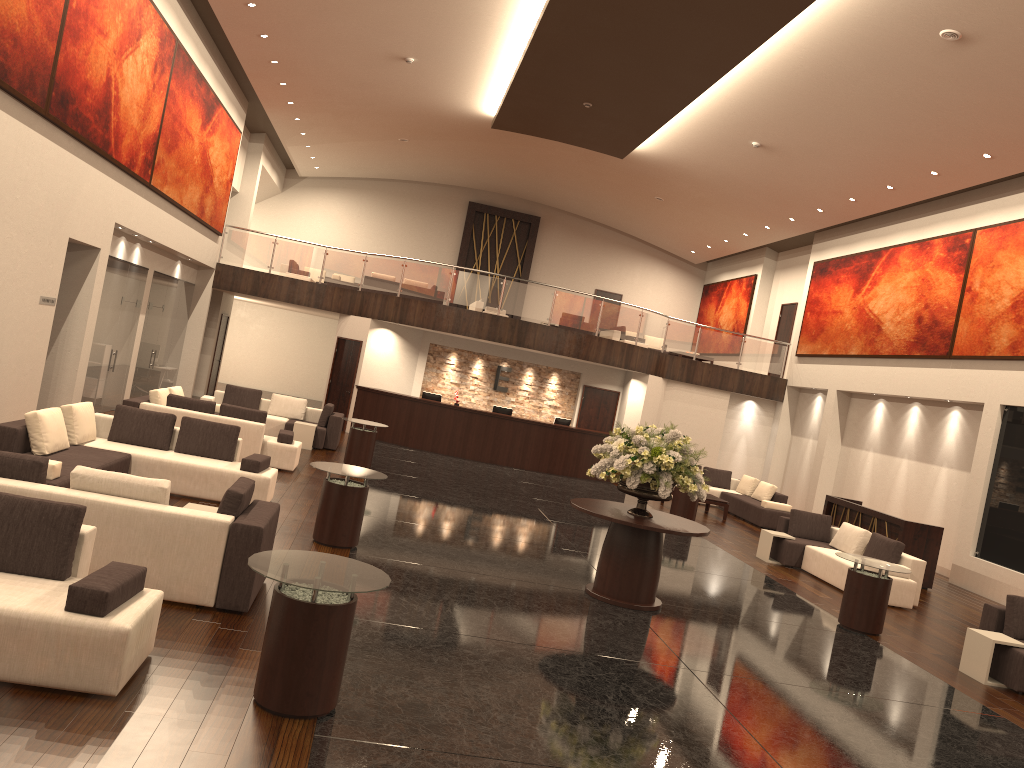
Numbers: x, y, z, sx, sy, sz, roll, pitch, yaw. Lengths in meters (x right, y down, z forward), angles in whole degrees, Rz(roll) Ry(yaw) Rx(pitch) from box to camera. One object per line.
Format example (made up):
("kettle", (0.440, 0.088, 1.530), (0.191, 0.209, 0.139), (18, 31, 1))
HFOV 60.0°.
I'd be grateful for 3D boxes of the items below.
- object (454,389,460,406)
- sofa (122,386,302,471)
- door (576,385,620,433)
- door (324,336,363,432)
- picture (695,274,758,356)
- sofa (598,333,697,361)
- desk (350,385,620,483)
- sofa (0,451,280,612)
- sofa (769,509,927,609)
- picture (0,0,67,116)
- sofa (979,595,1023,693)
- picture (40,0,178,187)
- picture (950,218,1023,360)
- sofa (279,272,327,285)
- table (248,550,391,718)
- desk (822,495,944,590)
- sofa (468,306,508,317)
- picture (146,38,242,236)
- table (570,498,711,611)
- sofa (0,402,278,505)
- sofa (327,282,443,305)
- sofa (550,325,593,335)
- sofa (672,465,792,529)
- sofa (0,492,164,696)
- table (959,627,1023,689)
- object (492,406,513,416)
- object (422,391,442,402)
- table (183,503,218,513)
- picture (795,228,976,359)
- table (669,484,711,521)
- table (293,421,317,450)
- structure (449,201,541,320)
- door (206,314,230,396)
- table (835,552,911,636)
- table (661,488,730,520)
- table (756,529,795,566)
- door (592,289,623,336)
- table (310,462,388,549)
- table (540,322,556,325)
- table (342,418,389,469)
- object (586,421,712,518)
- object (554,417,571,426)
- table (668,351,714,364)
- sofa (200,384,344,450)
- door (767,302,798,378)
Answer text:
("object", (-1.283, 0.313, 20.871), (0.163, 0.390, 0.165), (11, 1, 0))
("sofa", (-4.722, 0.650, 14.813), (2.586, 0.862, 3.366), (11, 1, -8))
("door", (2.128, 1.206, 23.082), (0.990, 2.232, 0.104), (11, 1, -8))
("door", (-4.159, -0.011, 21.677), (0.990, 2.232, 0.104), (12, 1, 42))
("picture", (6.899, -2.186, 29.235), (0.070, 2.526, 4.515), (11, 1, -8))
("sofa", (4.627, -1.145, 28.377), (3.366, 0.862, 2.586), (11, 1, -8))
("desk", (-0.357, 1.277, 21.484), (7.146, 1.171, 1.674), (11, 1, -7))
("sofa", (-3.333, 1.006, 6.969), (2.846, 0.862, 1.291), (11, 1, -8))
("sofa", (5.007, 2.574, 13.524), (1.291, 0.862, 2.846), (11, 1, -8))
("picture", (-4.912, -4.279, 8.061), (0.070, 2.526, 4.515), (11, 1, -8))
("sofa", (5.714, 2.767, 8.403), (1.291, 0.862, 2.846), (11, 1, -8))
("picture", (-5.529, -4.448, 12.534), (0.070, 2.526, 4.515), (11, 1, -8))
("picture", (8.915, -1.634, 14.635), (0.070, 2.526, 4.515), (11, 1, -8))
("sofa", (-5.542, -3.137, 27.934), (3.366, 0.862, 2.586), (11, 1, -8))
("table", (-1.197, 1.477, 5.200), (0.844, 0.795, 0.833), (12, 1, 43))
("desk", (6.393, 2.730, 15.627), (0.700, 1.043, 2.606), (11, 1, -8))
("sofa", (-0.649, -2.175, 27.761), (1.291, 0.862, 2.846), (11, 1, -8))
("picture", (-6.283, -4.655, 17.990), (0.070, 2.526, 6.485), (11, 1, -8))
("table", (1.280, 1.853, 9.517), (1.498, 0.921, 1.498), (11, 1, -17))
("sofa", (-3.973, 0.853, 9.520), (2.586, 0.862, 3.366), (11, 1, -8))
("sofa", (-3.780, -2.778, 26.675), (3.366, 0.862, 2.586), (11, 1, -8))
("sofa", (1.627, -1.730, 27.966), (1.291, 0.862, 2.846), (11, 1, -8))
("sofa", (4.704, 2.445, 19.989), (2.586, 0.862, 3.366), (11, 1, -8))
("sofa", (-3.197, 1.065, 3.904), (2.586, 0.862, 3.366), (11, 1, -8))
("table", (4.929, 2.812, 9.088), (0.400, 0.460, 0.400), (11, 1, -8))
("object", (-0.258, 0.795, 21.296), (0.483, 0.485, 0.189), (11, 1, -8))
("object", (-1.956, 0.461, 21.322), (0.483, 0.485, 0.189), (11, 1, 7))
("table", (-2.701, 1.328, 7.733), (0.400, 0.460, 0.400), (11, 1, -8))
("picture", (8.161, -1.841, 20.092), (0.070, 2.526, 6.485), (11, 1, -8))
("table", (3.253, 2.228, 16.667), (0.833, 0.795, 0.844), (11, 1, 31))
("table", (-3.967, 0.981, 16.902), (0.400, 0.460, 0.400), (11, 1, -8))
("structure", (-0.651, -3.925, 30.529), (2.524, 4.236, 0.187), (11, 1, -8))
("door", (-7.929, -0.774, 23.854), (0.104, 2.232, 0.990), (11, 1, -8))
("table", (4.127, 2.468, 10.339), (0.844, 0.795, 0.833), (12, 1, 43))
("table", (3.917, 2.547, 19.047), (1.100, 0.380, 1.100), (11, 1, -8))
("table", (4.222, 2.618, 14.209), (0.400, 0.460, 0.400), (11, 1, -8))
("door", (3.212, -2.151, 31.221), (0.990, 2.232, 0.104), (11, 1, -8))
("table", (-1.816, 1.310, 9.474), (0.844, 0.795, 0.833), (12, 1, 43))
("table", (1.056, -1.627, 27.099), (0.400, 0.460, 0.400), (11, 1, -8))
("table", (-2.690, 1.071, 15.802), (0.833, 0.795, 0.844), (11, 1, 31))
("object", (1.448, 0.859, 9.505), (1.402, 1.097, 1.453), (12, 1, 38))
("object", (1.204, 1.078, 21.688), (0.483, 0.485, 0.189), (11, 1, -33))
("table", (5.501, -0.718, 27.412), (1.100, 0.380, 1.100), (11, 1, -8))
("sofa", (-4.780, 0.610, 17.440), (2.846, 0.862, 1.291), (11, 1, -8))
("door", (7.723, -1.202, 25.306), (0.104, 2.232, 0.990), (11, 1, -8))
